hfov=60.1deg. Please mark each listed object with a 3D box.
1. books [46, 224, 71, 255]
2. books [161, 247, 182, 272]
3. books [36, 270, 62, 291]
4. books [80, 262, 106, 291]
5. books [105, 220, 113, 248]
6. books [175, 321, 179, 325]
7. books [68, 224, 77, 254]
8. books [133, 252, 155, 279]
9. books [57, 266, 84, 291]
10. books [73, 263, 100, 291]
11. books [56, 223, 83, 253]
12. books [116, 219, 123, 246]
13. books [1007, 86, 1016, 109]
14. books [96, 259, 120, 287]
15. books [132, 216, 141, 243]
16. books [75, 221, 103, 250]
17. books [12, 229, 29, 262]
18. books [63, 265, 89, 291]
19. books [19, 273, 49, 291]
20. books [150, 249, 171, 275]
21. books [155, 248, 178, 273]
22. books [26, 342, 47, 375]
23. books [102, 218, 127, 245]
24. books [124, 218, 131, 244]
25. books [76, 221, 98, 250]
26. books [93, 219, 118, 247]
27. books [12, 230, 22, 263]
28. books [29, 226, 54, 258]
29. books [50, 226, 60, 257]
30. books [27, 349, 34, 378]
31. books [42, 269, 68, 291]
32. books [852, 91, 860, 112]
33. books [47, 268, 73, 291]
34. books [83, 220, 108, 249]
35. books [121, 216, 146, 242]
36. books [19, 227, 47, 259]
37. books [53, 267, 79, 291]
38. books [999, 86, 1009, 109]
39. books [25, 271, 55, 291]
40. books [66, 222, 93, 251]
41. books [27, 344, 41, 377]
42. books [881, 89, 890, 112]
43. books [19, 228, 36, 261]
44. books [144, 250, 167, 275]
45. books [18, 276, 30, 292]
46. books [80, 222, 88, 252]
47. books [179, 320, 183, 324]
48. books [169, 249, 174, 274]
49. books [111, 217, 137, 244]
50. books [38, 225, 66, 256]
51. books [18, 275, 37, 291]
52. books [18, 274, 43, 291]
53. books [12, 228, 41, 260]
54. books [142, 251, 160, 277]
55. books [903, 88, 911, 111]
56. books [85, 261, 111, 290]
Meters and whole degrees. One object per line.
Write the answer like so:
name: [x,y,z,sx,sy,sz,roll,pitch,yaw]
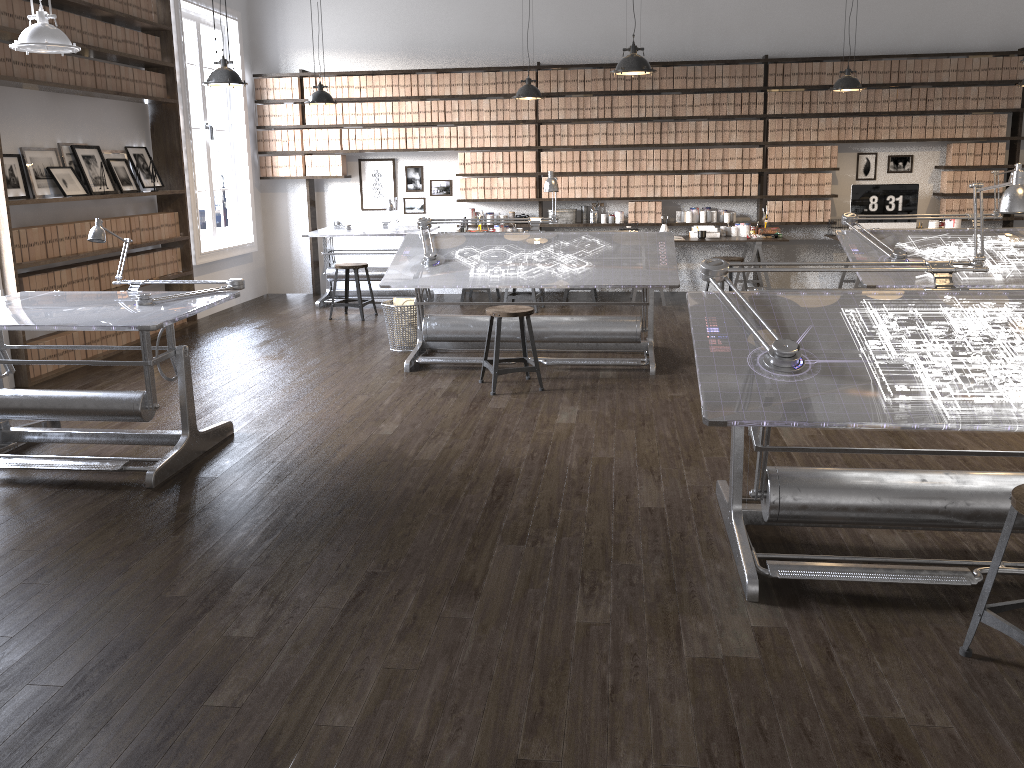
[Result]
books: [-3.383,-1.070,6.577,0.174,0.223,0.067,1,12,7]
books: [-3.177,-1.158,8.241,0.174,0.223,0.067,1,12,7]
books: [-3.393,-0.716,6.475,0.174,0.223,0.067,1,12,7]
books: [-3.326,-0.852,7.017,0.174,0.223,0.067,1,12,7]
books: [-3.314,-1.204,7.113,0.174,0.223,0.067,1,12,7]
books: [-3.184,-0.656,8.197,0.174,0.223,0.067,1,12,7]
books: [-3.375,-1.088,6.646,0.174,0.223,0.067,1,12,7]
books: [-3.238,-1.041,7.772,0.174,0.223,0.067,1,12,7]
books: [-3.366,-0.782,6.738,0.174,0.223,0.067,1,12,7]
books: [-3.341,-0.834,6.945,0.174,0.223,0.067,1,12,7]
books: [-3.361,-1.104,6.711,0.174,0.223,0.067,1,12,7]
books: [-3.294,-1.239,7.253,0.174,0.223,0.067,1,12,7]
books: [4.942,-2.851,8.831,0.067,0.223,0.176,0,12,7]
books: [-3.303,-0.904,7.224,0.174,0.223,0.067,1,12,7]
books: [-3.266,-1.310,7.535,0.174,0.223,0.067,1,12,7]
books: [-3.333,-1.170,6.977,0.174,0.223,0.067,1,12,7]
books: [-3.436,-0.950,6.097,0.174,0.223,0.067,1,12,7]
books: [-3.357,-0.799,6.807,0.174,0.223,0.067,1,12,7]
books: [-3.416,-0.682,6.339,0.174,0.223,0.067,1,12,7]
books: [-3.200,-1.107,8.037,0.174,0.223,0.067,1,12,7]
books: [-3.189,-1.141,8.172,0.174,0.223,0.067,1,12,7]
books: [-3.418,-0.181,6.299,0.174,0.223,0.067,1,12,7]
books: [-3.291,-1.255,7.315,0.174,0.223,0.067,1,12,7]
books: [-3.284,-1.273,7.390,0.174,0.223,0.067,1,12,7]
books: [-3.338,-1.153,6.908,0.174,0.223,0.067,1,12,7]
books: [-3.302,-1.222,7.183,0.174,0.223,0.067,1,12,7]
books: [-3.448,-0.933,6.027,0.174,0.223,0.067,1,12,7]
books: [-3.404,-1.017,6.365,0.174,0.223,0.067,1,12,7]
books: [-3.401,-1.036,6.439,0.174,0.223,0.067,1,12,7]
books: [-3.441,-0.147,6.164,0.174,0.223,0.067,1,12,7]
books: [-3.386,-0.734,6.545,0.174,0.223,0.067,1,12,7]
books: [3.479,-2.869,9.007,0.067,0.223,0.176,0,12,7]
books: [-3.380,-0.749,6.607,0.174,0.223,0.067,1,12,7]
books: [-3.327,-1.187,7.045,0.174,0.223,0.067,1,12,7]
books: [-3.253,-1.327,7.603,0.174,0.223,0.067,1,12,7]
books: [-3.419,-0.999,6.294,0.174,0.223,0.067,1,12,7]
books: [-3.368,-0.766,6.671,0.174,0.223,0.067,1,12,7]
books: [4.876,-2.850,8.835,0.067,0.223,0.176,0,12,7]
books: [-3.406,-0.699,6.407,0.174,0.223,0.067,1,12,7]
books: [-3.348,-1.135,6.838,0.174,0.223,0.067,1,12,7]
books: [-3.430,-0.164,6.231,0.174,0.223,0.067,1,12,7]
books: [3.759,-2.866,8.973,0.067,0.223,0.176,0,12,7]
books: [-3.427,-0.968,6.167,0.174,0.223,0.067,1,12,7]
books: [-3.213,-1.091,7.972,0.174,0.223,0.067,1,12,7]
books: [-3.434,-0.630,6.129,0.174,0.223,0.067,1,12,7]
books: [-3.357,-1.120,6.777,0.174,0.223,0.067,1,12,7]
books: [-3.181,-0.674,8.270,0.174,0.223,0.067,1,12,7]
books: [-3.198,-1.123,8.103,0.174,0.223,0.067,1,12,7]
books: [-3.269,-1.291,7.461,0.174,0.223,0.067,1,12,7]
books: [-3.388,-1.053,6.507,0.174,0.223,0.067,1,12,7]
books: [-3.426,-0.648,6.200,0.174,0.223,0.067,1,12,7]
books: [-3.420,-0.665,6.270,0.174,0.223,0.067,1,12,7]
books: [-3.424,-0.983,6.229,0.174,0.223,0.067,1,12,7]
books: [-3.225,-1.058,7.840,0.174,0.223,0.067,1,12,7]
books: [3.966,-2.863,8.949,0.067,0.223,0.176,0,12,7]
books: [-3.323,-0.870,7.090,0.174,0.223,0.067,1,12,7]
